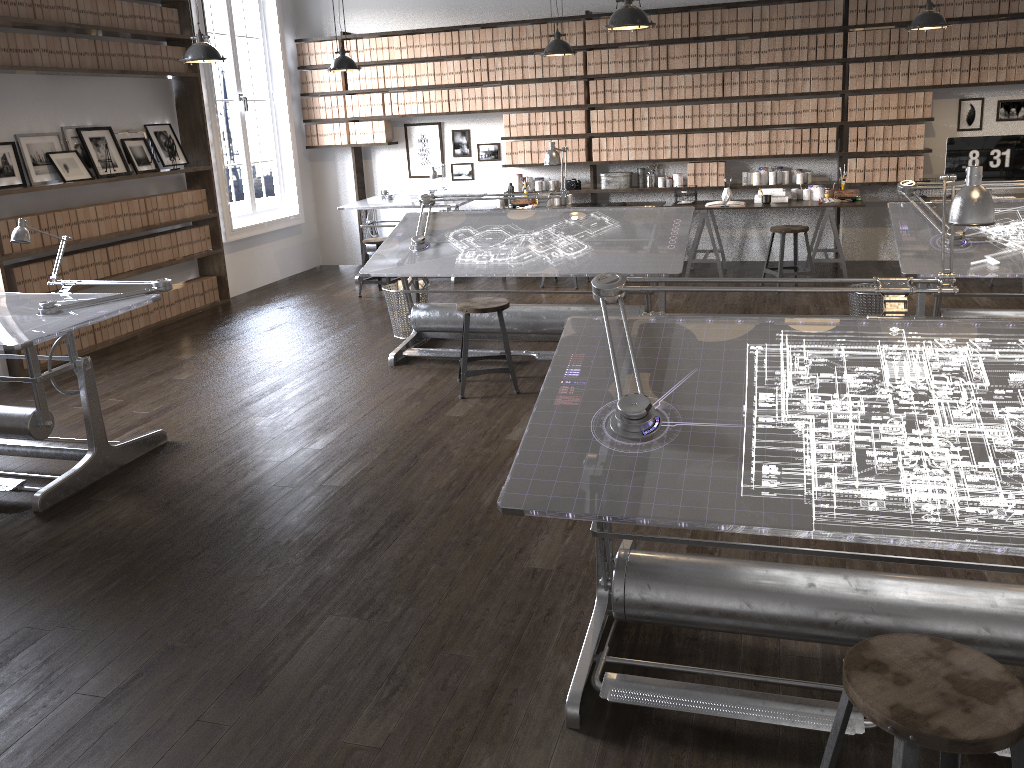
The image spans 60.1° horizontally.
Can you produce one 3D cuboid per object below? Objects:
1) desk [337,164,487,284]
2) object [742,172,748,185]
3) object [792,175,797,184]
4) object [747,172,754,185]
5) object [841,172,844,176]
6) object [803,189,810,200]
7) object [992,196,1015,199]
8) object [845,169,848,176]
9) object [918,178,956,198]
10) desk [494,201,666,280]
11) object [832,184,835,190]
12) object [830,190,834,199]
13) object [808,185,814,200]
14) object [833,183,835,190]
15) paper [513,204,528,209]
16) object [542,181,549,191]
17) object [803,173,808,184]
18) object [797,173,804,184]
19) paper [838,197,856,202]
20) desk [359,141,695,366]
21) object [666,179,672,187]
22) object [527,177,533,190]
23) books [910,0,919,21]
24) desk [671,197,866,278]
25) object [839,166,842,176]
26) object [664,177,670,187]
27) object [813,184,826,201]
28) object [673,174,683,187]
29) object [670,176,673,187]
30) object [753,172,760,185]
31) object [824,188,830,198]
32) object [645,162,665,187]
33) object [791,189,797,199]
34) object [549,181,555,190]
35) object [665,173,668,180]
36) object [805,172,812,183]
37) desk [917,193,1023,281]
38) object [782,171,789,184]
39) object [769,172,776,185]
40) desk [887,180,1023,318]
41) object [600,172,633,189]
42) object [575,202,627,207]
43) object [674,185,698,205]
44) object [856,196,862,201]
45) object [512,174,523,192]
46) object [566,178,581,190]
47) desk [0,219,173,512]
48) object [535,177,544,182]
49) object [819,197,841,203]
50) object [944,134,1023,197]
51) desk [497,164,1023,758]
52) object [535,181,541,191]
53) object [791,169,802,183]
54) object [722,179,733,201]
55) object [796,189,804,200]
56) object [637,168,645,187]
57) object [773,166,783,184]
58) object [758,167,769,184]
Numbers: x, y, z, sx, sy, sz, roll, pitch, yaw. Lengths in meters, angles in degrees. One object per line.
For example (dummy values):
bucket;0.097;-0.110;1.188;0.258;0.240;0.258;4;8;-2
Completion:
desk;-0.954;-1.656;9.050;1.269;1.084;1.085;2;16;17
object;2.232;-1.964;8.462;0.062;0.118;0.062;-12;18;-31
object;2.660;-1.922;8.319;0.054;0.080;0.055;-1;15;7
object;2.263;-1.947;8.404;0.063;0.116;0.063;-12;18;-31
object;2.969;-1.823;7.951;0.038;0.151;0.008;-9;16;-23
object;2.690;-1.728;8.086;0.062;0.093;0.062;-9;16;-22
object;3.996;-1.555;7.443;0.439;0.017;0.120;1;17;12
object;2.979;-1.837;7.949;0.008;0.184;0.072;-11;17;-29
object;3.753;-1.731;7.814;0.284;0.159;0.206;0;16;9
desk;0.631;-1.397;8.665;1.669;0.661;0.664;2;17;17
object;2.899;-1.746;8.019;0.040;0.128;0.005;1;15;15
object;2.887;-1.717;8.041;0.060;0.087;0.060;3;16;21
object;2.775;-1.766;8.152;0.095;0.126;0.095;1;16;13
object;2.909;-1.747;8.022;0.033;0.146;0.005;1;15;16
paper;0.084;-1.741;8.690;0.155;0.038;0.139;-2;17;2
object;0.338;-2.008;8.977;0.062;0.092;0.064;-2;15;3
object;2.732;-1.921;8.272;0.063;0.093;0.063;-16;20;-39
object;2.678;-1.907;8.233;0.062;0.094;0.062;-16;20;-39
paper;2.953;-1.633;7.833;0.155;0.038;0.139;7;20;31
desk;0.040;-0.906;5.943;2.280;1.369;1.090;2;16;17
object;1.559;-1.976;8.671;0.062;0.092;0.183;6;19;30
object;0.181;-2.054;9.076;0.070;0.129;0.070;-13;18;-33
books;3.485;-3.264;7.688;0.067;0.223;0.177;1;16;17
desk;2.322;-1.333;8.160;1.669;0.661;0.664;2;17;17
object;2.962;-1.850;7.954;0.055;0.211;0.007;3;16;23
object;1.522;-1.986;8.698;0.063;0.092;0.064;-9;16;-20
object;2.791;-1.737;8.038;0.105;0.140;0.105;4;17;24
object;1.616;-1.978;8.610;0.095;0.126;0.095;4;17;23
object;1.568;-1.978;8.663;0.045;0.100;0.045;2;16;19
object;2.303;-1.933;8.348;0.062;0.118;0.062;-9;16;-22
object;2.844;-1.710;7.986;0.049;0.110;0.049;2;16;20
object;1.399;-2.070;8.695;0.181;0.268;0.158;-3;15;1
object;2.619;-1.759;8.201;0.062;0.093;0.062;-12;18;-31
object;0.404;-2.013;8.979;0.062;0.093;0.062;-2;15;3
object;1.514;-1.987;8.622;0.041;0.123;0.008;-2;15;6
object;2.782;-1.939;8.318;0.062;0.094;0.062;-16;20;-39
desk;4.373;-1.256;7.547;1.669;0.661;0.664;2;17;17
object;2.576;-1.945;8.340;0.062;0.118;0.062;-7;15;-14
object;2.443;-1.928;8.310;0.062;0.118;0.062;-7;15;-14
desk;3.252;-0.785;4.984;2.069;1.369;1.090;2;16;17
object;1.039;-2.024;8.808;0.317;0.150;0.195;2;17;16
object;0.843;-1.687;8.393;0.446;0.033;0.316;2;18;17
object;1.641;-1.783;8.352;0.204;0.159;0.288;2;17;17
object;3.077;-1.648;7.859;0.049;0.037;0.050;3;17;20
object;0.060;-2.052;9.032;0.107;0.174;0.109;2;16;18
object;0.609;-2.009;8.903;0.171;0.107;0.092;2;16;17
desk;-2.443;-0.187;4.365;1.269;1.174;1.186;2;16;17
object;0.285;-2.052;9.087;0.094;0.126;0.095;-17;20;-41
object;2.821;-1.635;7.850;0.197;0.050;0.134;-7;17;-12
object;4.070;-1.869;7.612;0.643;0.511;0.207;2;16;17
desk;1.095;0.121;2.408;2.069;1.369;1.090;2;16;17
object;0.268;-2.006;8.983;0.062;0.093;0.062;-2;15;3
object;2.697;-1.969;8.387;0.094;0.128;0.096;-2;15;4
object;2.030;-1.829;8.355;0.102;0.206;0.102;-11;17;-27
object;2.650;-1.742;8.143;0.063;0.092;0.063;-12;18;-31
object;1.287;-2.053;8.819;0.079;0.186;0.080;-4;15;-4
object;2.515;-1.972;8.386;0.094;0.160;0.208;2;17;18
object;2.388;-1.974;8.413;0.095;0.160;0.095;0;16;13
